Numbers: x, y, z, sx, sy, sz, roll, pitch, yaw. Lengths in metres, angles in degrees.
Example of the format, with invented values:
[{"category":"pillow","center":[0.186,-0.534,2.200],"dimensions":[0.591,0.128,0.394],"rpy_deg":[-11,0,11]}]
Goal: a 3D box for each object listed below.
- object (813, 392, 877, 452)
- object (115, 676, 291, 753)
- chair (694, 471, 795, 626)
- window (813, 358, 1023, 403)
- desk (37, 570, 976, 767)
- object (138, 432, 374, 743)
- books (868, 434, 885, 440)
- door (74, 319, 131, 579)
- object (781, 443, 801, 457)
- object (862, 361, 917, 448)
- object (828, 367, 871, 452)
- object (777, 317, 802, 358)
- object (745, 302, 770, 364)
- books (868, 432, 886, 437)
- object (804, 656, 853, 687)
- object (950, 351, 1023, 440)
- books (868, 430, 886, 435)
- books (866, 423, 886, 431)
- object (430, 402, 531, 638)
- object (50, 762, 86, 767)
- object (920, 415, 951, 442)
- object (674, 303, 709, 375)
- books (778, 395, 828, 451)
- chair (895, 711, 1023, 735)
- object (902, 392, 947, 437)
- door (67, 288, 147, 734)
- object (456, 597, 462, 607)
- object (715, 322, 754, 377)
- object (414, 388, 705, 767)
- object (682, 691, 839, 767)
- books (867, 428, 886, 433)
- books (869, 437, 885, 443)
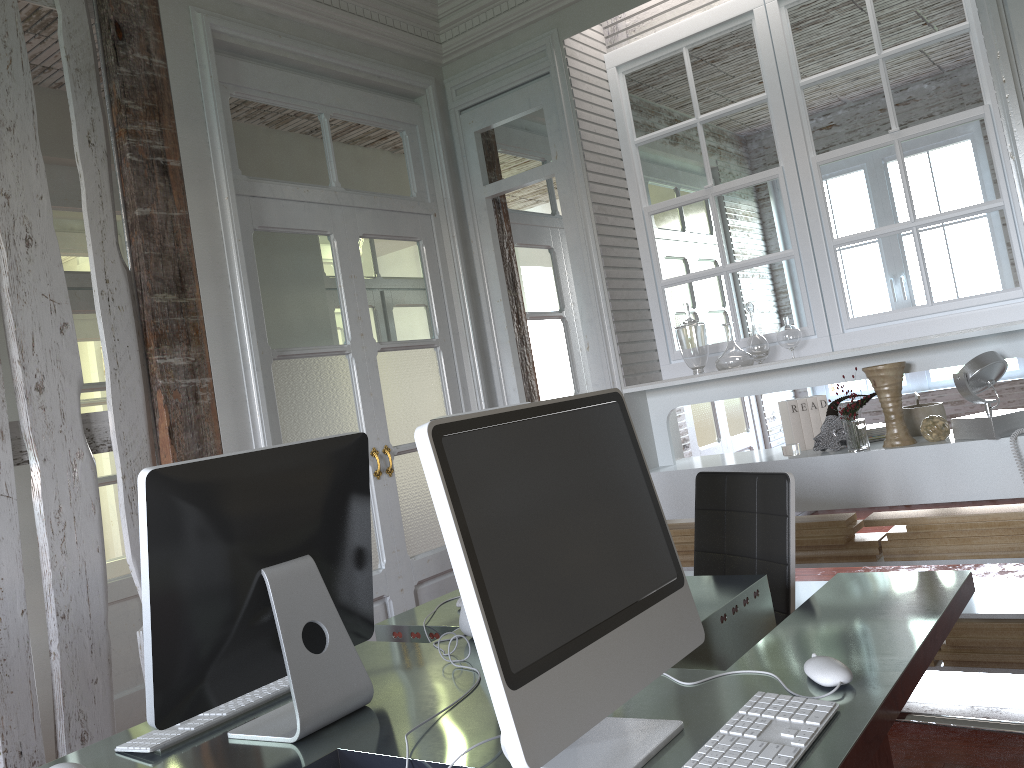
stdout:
[{"category":"object","center":[1.232,0.138,3.253],"dimensions":[0.384,0.180,0.157],"rpy_deg":[-9,-3,-28]},{"category":"object","center":[-0.529,0.615,1.707],"dimensions":[0.118,0.017,0.440],"rpy_deg":[-11,-1,36]},{"category":"chair","center":[0.479,0.744,2.376],"dimensions":[0.603,0.923,0.472],"rpy_deg":[-8,-4,-24]},{"category":"window","center":[2.848,-0.838,6.588],"dimensions":[1.530,1.946,0.127],"rpy_deg":[-12,-5,36]},{"category":"desk","center":[-0.262,0.937,1.137],"dimensions":[1.293,0.730,2.514],"rpy_deg":[-11,-2,36]},{"category":"object","center":[-0.408,0.353,1.573],"dimensions":[0.188,0.487,0.485],"rpy_deg":[-12,-4,36]},{"category":"books","center":[1.354,0.197,3.373],"dimensions":[0.180,0.007,0.245],"rpy_deg":[-10,-1,1]},{"category":"door","center":[-2.419,0.689,4.703],"dimensions":[0.040,2.094,1.079],"rpy_deg":[-13,-5,36]},{"category":"object","center":[1.014,0.240,3.211],"dimensions":[0.066,0.041,0.065],"rpy_deg":[-9,-2,-6]},{"category":"object","center":[1.305,0.071,3.046],"dimensions":[0.144,0.280,0.142],"rpy_deg":[-7,-5,-40]},{"category":"object","center":[1.187,0.088,3.072],"dimensions":[0.128,0.288,0.128],"rpy_deg":[-10,-4,3]},{"category":"object","center":[1.071,-0.165,3.409],"dimensions":[0.094,0.189,0.094],"rpy_deg":[-10,-4,11]},{"category":"object","center":[0.947,-0.186,3.443],"dimensions":[0.087,0.272,0.088],"rpy_deg":[-12,-5,31]},{"category":"books","center":[1.354,0.190,3.385],"dimensions":[0.168,0.007,0.189],"rpy_deg":[-10,-1,1]},{"category":"object","center":[0.473,0.429,1.337],"dimensions":[0.059,0.028,0.106],"rpy_deg":[-10,-1,-2]},{"category":"object","center":[1.541,0.033,2.877],"dimensions":[0.188,0.273,0.165],"rpy_deg":[-9,-4,-19]},{"category":"books","center":[1.353,0.183,3.386],"dimensions":[0.168,0.007,0.189],"rpy_deg":[-10,-1,1]},{"category":"books","center":[1.351,0.170,3.388],"dimensions":[0.168,0.007,0.189],"rpy_deg":[-10,-1,8]},{"category":"object","center":[-0.031,0.296,1.918],"dimensions":[0.190,0.487,0.480],"rpy_deg":[-8,-3,-29]},{"category":"object","center":[-0.729,0.638,1.448],"dimensions":[0.105,0.028,0.059],"rpy_deg":[-11,-2,35]},{"category":"object","center":[1.419,0.148,2.972],"dimensions":[0.091,0.088,0.092],"rpy_deg":[-9,-3,-17]},{"category":"object","center":[0.727,-0.170,3.557],"dimensions":[0.129,0.317,0.128],"rpy_deg":[-8,-4,-29]},{"category":"books","center":[1.141,0.150,3.433],"dimensions":[0.150,0.194,0.142],"rpy_deg":[-10,-3,2]},{"category":"chair","center":[0.473,0.664,1.015],"dimensions":[0.695,1.027,0.666],"rpy_deg":[-12,-4,32]},{"category":"object","center":[1.490,0.108,3.222],"dimensions":[0.159,0.153,0.216],"rpy_deg":[-11,-2,22]},{"category":"door","center":[-1.737,0.563,4.212],"dimensions":[0.040,2.094,1.079],"rpy_deg":[-13,-5,36]},{"category":"object","center":[-0.103,0.546,2.266],"dimensions":[0.058,0.028,0.106],"rpy_deg":[-11,-2,35]},{"category":"object","center":[0.840,-0.133,3.376],"dimensions":[0.147,0.201,0.148],"rpy_deg":[-11,-3,19]},{"category":"object","center":[0.076,0.265,1.245],"dimensions":[0.188,0.487,0.485],"rpy_deg":[-12,-4,36]},{"category":"object","center":[0.275,0.464,1.077],"dimensions":[0.118,0.017,0.440],"rpy_deg":[-11,-1,36]},{"category":"books","center":[1.352,0.176,3.386],"dimensions":[0.168,0.007,0.189],"rpy_deg":[-10,-1,1]},{"category":"books","center":[1.356,0.205,3.373],"dimensions":[0.180,0.011,0.245],"rpy_deg":[-10,-1,1]}]
